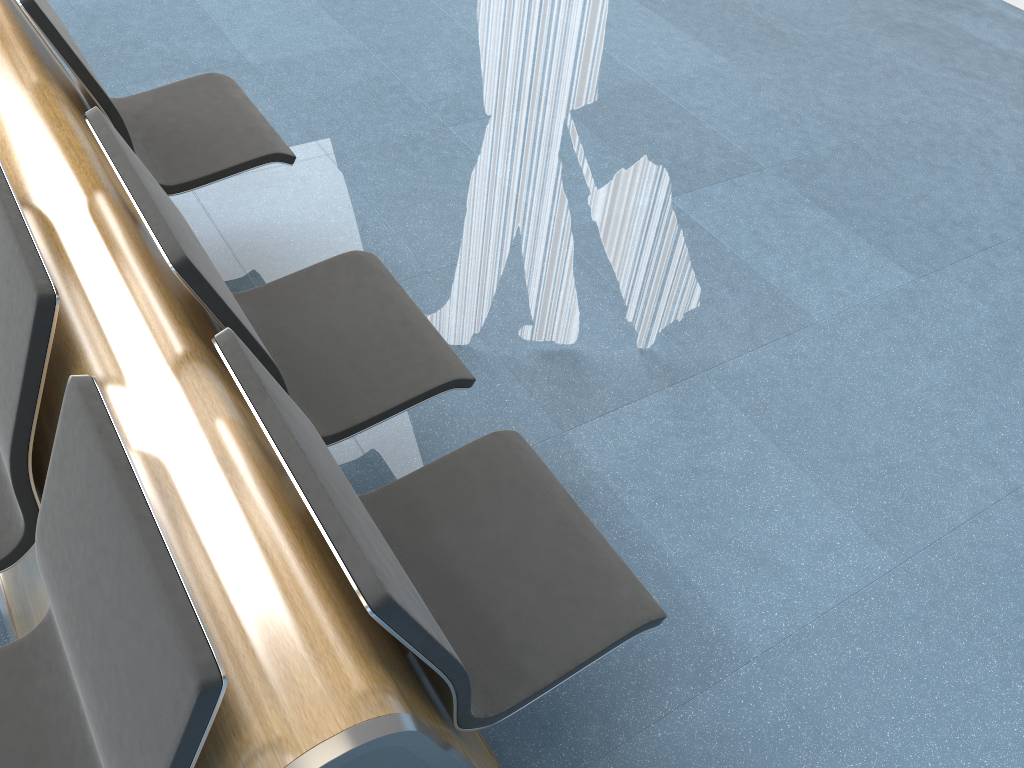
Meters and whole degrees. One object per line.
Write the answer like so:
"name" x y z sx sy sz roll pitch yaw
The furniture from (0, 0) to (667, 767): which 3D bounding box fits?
"furniture" -0.828 -0.100 1.807 1.301 0.896 2.281 -21 52 -26
